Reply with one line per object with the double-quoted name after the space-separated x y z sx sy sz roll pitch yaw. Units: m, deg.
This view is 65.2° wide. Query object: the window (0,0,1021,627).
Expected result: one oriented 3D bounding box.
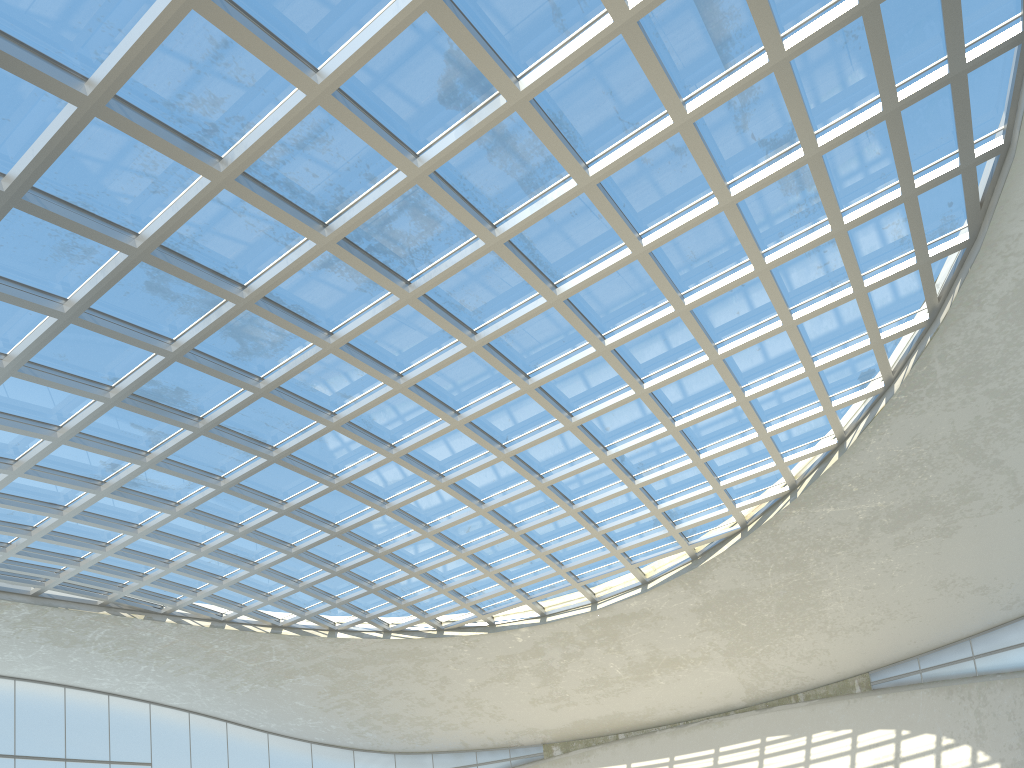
-12.718 5.424 48.769 82.558 9.893 85.208 -24 -37 26 "window"
